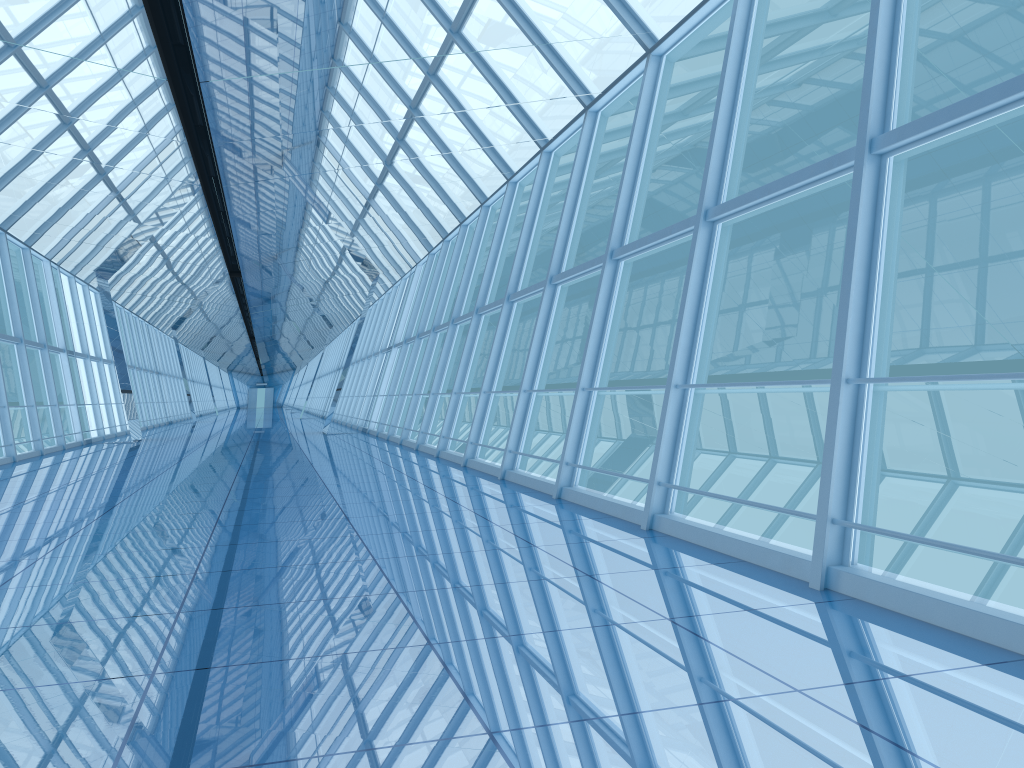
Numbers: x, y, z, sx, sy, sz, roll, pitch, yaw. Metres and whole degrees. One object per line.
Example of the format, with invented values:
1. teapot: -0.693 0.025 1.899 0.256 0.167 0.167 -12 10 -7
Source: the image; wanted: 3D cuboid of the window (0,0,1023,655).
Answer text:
1. window: -14.811 -0.524 48.677 9.911 4.928 105.860 -1 -1 -16
